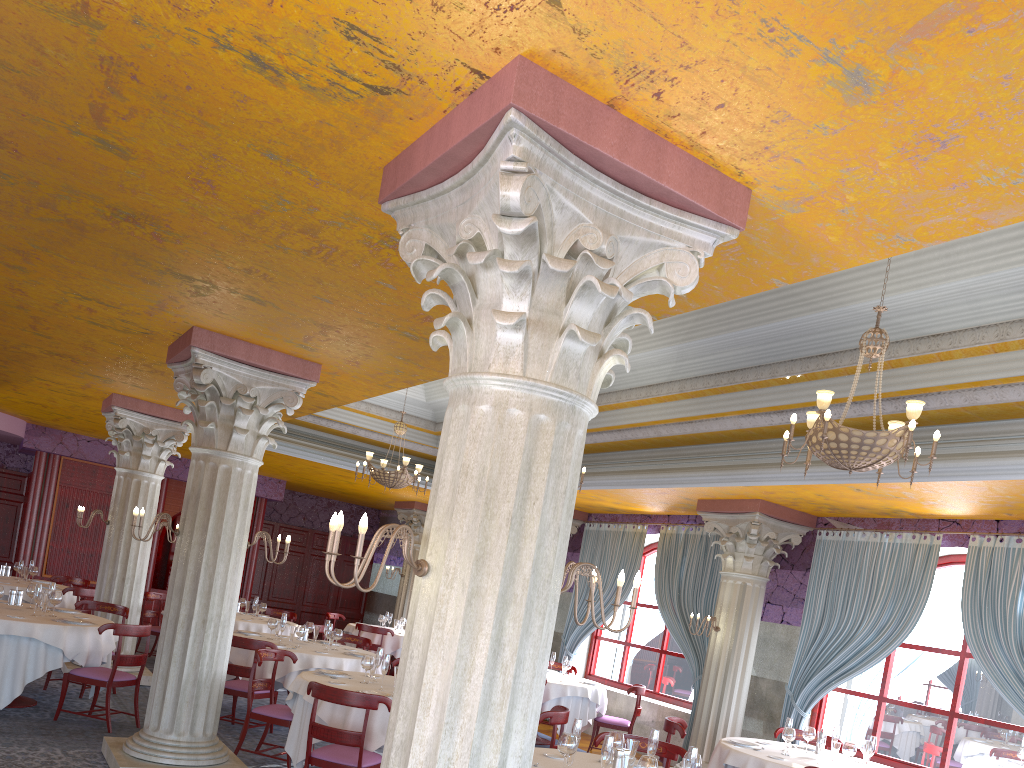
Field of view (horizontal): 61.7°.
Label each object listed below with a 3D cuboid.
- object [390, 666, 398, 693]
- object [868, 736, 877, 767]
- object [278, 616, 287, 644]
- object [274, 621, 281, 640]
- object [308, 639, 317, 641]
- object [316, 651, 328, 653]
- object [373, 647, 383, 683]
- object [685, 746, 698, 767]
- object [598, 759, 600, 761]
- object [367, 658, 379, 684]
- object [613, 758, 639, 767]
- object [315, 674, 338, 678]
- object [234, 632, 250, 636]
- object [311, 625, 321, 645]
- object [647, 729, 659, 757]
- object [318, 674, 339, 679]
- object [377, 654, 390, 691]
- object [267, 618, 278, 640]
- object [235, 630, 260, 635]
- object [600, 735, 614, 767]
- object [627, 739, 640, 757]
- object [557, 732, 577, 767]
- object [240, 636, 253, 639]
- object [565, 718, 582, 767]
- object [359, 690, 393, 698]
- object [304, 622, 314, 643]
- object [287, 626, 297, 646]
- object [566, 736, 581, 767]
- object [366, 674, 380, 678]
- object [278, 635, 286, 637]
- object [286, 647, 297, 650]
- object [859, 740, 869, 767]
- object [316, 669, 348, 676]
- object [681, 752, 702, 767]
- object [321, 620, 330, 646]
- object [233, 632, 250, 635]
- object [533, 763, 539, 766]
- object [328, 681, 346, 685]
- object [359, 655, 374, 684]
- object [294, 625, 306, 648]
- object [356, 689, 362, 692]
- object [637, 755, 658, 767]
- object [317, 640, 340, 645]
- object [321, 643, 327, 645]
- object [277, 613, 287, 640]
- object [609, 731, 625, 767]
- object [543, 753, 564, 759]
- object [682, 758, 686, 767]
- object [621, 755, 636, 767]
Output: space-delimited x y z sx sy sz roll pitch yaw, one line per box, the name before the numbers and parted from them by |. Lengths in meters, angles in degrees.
object | -1.030 2.651 7.664 0.086 0.236 0.085 10 -1 -6
object | 3.338 3.443 7.970 0.075 0.334 0.072 10 1 -40
object | -2.753 2.948 10.267 0.075 0.334 0.072 10 1 -40
object | -2.922 3.067 10.665 0.087 0.236 0.084 10 -1 -29
object | -2.636 3.400 11.365 0.054 0.019 0.267 6 -14 18
object | -2.240 3.149 10.054 0.157 0.009 0.164 8 -14 9
object | -1.287 2.692 8.208 0.074 0.334 0.074 10 0 5
object | 1.056 2.333 5.117 0.075 0.334 0.072 10 1 -40
object | 0.655 2.659 6.070 0.054 0.019 0.267 6 -14 18
object | -1.315 2.705 8.082 0.087 0.236 0.084 10 -1 -29
object | 0.864 2.690 6.059 0.309 0.024 0.326 -1 -17 38
object | -1.734 2.714 7.972 0.254 0.019 0.057 6 -13 17
object | -3.336 3.094 10.594 0.251 0.003 0.023 7 -14 12
object | -2.509 3.212 10.957 0.087 0.236 0.084 10 -1 -29
object | 0.916 2.439 5.642 0.075 0.334 0.072 10 1 -40
object | -1.729 2.733 8.010 0.251 0.003 0.023 7 -14 12
object | -1.147 2.586 7.683 0.074 0.334 0.074 10 0 5
object | -2.961 3.019 10.556 0.120 0.263 0.125 9 -2 28
object | -3.328 3.128 10.768 0.309 0.024 0.326 -1 -17 38
object | 0.539 2.207 4.973 0.075 0.334 0.072 10 1 -40
object | 0.782 2.471 5.663 0.084 0.236 0.088 9 -1 39
object | 0.330 2.278 5.261 0.125 0.263 0.120 11 -2 -40
object | -3.167 3.027 10.218 0.157 0.009 0.165 5 -14 18
object | 0.399 2.313 5.497 0.075 0.334 0.072 10 1 -40
object | -1.148 2.640 7.272 0.322 0.024 0.313 18 -16 -30
object | -2.615 3.190 10.999 0.124 0.263 0.121 10 -2 -17
object | -2.636 3.013 10.248 0.086 0.236 0.085 10 -1 -6
object | 0.370 2.326 5.371 0.084 0.236 0.088 9 -1 39
object | -1.396 2.928 8.575 0.160 0.009 0.161 13 -14 -11
object | -3.003 3.290 11.159 0.163 0.009 0.158 18 -16 -30
object | -2.546 3.037 9.844 0.054 0.019 0.267 6 -14 18
object | 3.394 3.548 8.208 0.125 0.263 0.120 11 -2 -40
object | -1.722 2.766 8.184 0.322 0.024 0.313 18 -16 -30
object | 1.112 2.438 5.354 0.125 0.263 0.120 11 -2 -40
object | -2.376 3.180 10.936 0.072 0.334 0.075 10 0 28
object | -3.340 3.075 10.556 0.254 0.019 0.057 6 -13 17
object | 0.161 2.426 5.463 0.029 0.010 0.144 6 -14 17
object | -1.560 2.665 7.634 0.160 0.009 0.161 13 -14 -11
object | -1.355 2.658 7.972 0.124 0.263 0.121 10 -2 -17
object | -2.526 3.008 10.205 0.125 0.263 0.120 11 -2 -40
object | -1.320 2.631 7.333 0.027 0.013 0.241 7 -14 14
object | 0.766 2.267 4.911 0.124 0.263 0.121 10 -2 -17
object | -2.427 3.431 11.353 0.313 0.024 0.322 10 -14 -1
object | -2.439 3.386 11.152 0.137 0.010 0.031 6 -13 15
object | -2.893 3.054 10.792 0.074 0.334 0.074 10 0 5
object | 0.677 2.449 5.704 0.122 0.263 0.123 10 -2 5
object | 0.289 2.549 5.865 0.163 0.009 0.158 18 -16 -30
object | 1.068 2.417 5.245 0.086 0.236 0.085 10 -1 -6
object | 0.656 2.272 4.953 0.087 0.236 0.084 10 -1 -29
